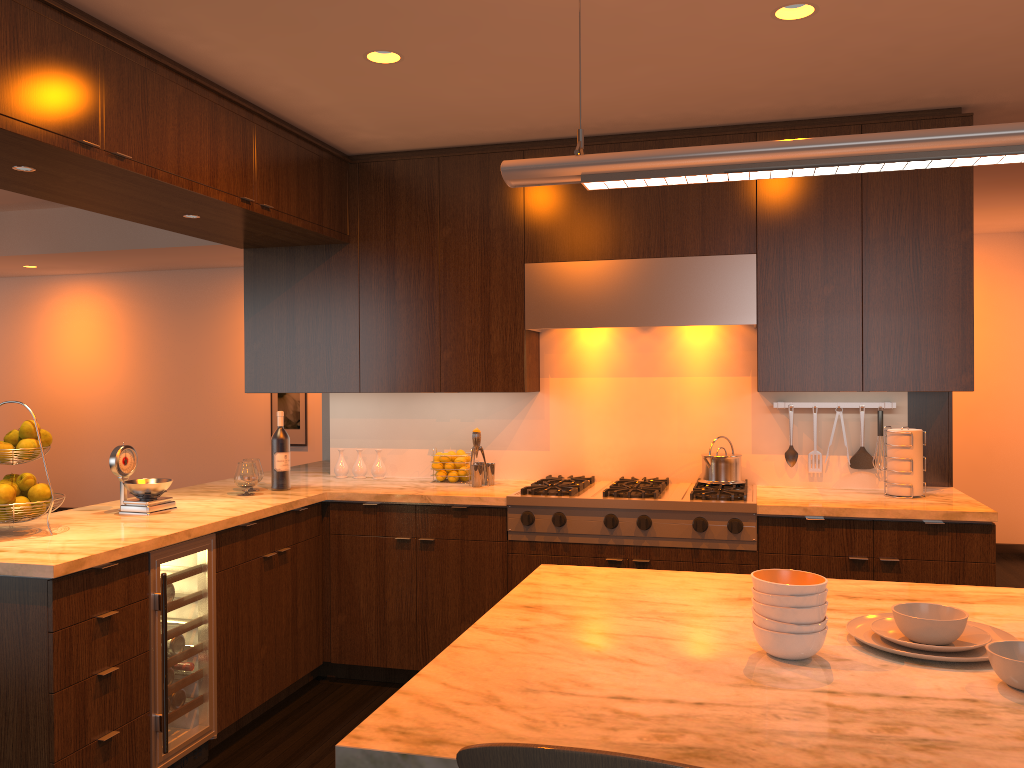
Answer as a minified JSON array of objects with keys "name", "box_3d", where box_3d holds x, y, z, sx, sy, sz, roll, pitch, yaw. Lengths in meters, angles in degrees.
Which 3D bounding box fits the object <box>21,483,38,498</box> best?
[{"name":"object","box_3d":[-1.684,0.372,3.106,0.070,0.072,0.071,-1,0,-21]}]

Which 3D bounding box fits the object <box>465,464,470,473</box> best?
[{"name":"object","box_3d":[-0.233,0.435,4.545,0.051,0.055,0.061,0,0,28]}]

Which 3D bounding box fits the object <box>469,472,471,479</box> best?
[{"name":"object","box_3d":[-0.219,0.470,4.602,0.053,0.052,0.062,0,0,-2]}]

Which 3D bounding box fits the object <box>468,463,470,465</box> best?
[{"name":"object","box_3d":[-0.246,0.420,4.603,0.053,0.054,0.061,0,0,4]}]

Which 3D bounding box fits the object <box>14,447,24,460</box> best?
[{"name":"object","box_3d":[-1.713,0.231,3.118,0.071,0.072,0.071,-1,0,-43]}]

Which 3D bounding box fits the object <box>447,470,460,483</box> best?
[{"name":"object","box_3d":[-0.297,0.470,4.498,0.064,0.063,0.074,-1,0,-21]}]

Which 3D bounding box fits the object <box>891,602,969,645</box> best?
[{"name":"object","box_3d":[0.819,0.475,1.740,0.139,0.059,0.138,0,0,41]}]

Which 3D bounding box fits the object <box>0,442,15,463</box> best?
[{"name":"object","box_3d":[-1.741,0.233,3.027,0.078,0.072,0.077,-1,0,-19]}]

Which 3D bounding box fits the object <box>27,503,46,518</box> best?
[{"name":"object","box_3d":[-1.658,0.428,3.074,0.078,0.075,0.078,0,0,-7]}]

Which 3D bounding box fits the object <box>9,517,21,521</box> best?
[{"name":"object","box_3d":[-1.728,0.445,3.081,0.062,0.062,0.062,-1,0,-31]}]

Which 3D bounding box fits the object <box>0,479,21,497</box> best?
[{"name":"object","box_3d":[-1.710,0.360,3.009,0.077,0.075,0.077,0,0,-11]}]

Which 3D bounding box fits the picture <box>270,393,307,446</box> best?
[{"name":"picture","box_3d":[-2.236,0.020,8.870,0.398,1.200,0.012,0,0,15]}]

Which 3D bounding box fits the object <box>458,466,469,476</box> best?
[{"name":"object","box_3d":[-0.245,0.443,4.477,0.052,0.054,0.061,0,0,25]}]

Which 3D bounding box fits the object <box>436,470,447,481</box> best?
[{"name":"object","box_3d":[-0.358,0.464,4.501,0.060,0.057,0.052,-1,0,-40]}]

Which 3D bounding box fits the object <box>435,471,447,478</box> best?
[{"name":"object","box_3d":[-0.365,0.470,4.558,0.061,0.053,0.053,0,0,1]}]

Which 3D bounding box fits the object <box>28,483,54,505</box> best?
[{"name":"object","box_3d":[-1.612,0.376,3.032,0.078,0.074,0.077,0,0,31]}]

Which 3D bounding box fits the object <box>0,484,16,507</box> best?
[{"name":"object","box_3d":[-1.688,0.370,2.945,0.068,0.077,0.079,0,0,-9]}]

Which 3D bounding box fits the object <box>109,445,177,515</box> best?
[{"name":"object","box_3d":[-1.483,0.381,3.575,0.231,0.266,0.191,0,0,18]}]

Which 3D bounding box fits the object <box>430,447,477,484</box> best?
[{"name":"object","box_3d":[-0.300,0.413,4.554,0.207,0.175,0.189,0,0,13]}]

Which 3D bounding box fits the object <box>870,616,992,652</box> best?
[{"name":"object","box_3d":[0.819,0.496,1.740,0.217,0.025,0.216,0,0,32]}]

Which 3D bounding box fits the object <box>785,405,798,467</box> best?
[{"name":"object","box_3d":[1.324,0.246,4.204,0.061,0.296,0.020,0,0,14]}]

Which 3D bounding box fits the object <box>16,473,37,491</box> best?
[{"name":"object","box_3d":[-1.660,0.335,3.032,0.062,0.063,0.060,0,0,23]}]

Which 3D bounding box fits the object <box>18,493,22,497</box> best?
[{"name":"object","box_3d":[-1.757,0.378,3.120,0.071,0.068,0.072,0,0,23]}]

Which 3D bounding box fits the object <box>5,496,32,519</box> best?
[{"name":"object","box_3d":[-1.666,0.417,2.994,0.078,0.076,0.078,0,0,3]}]

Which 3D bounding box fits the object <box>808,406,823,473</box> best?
[{"name":"object","box_3d":[1.428,0.261,4.179,0.066,0.314,0.004,0,0,15]}]

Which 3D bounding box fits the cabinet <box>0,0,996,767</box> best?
[{"name":"cabinet","box_3d":[0.717,-0.078,2.410,5.521,2.997,7.728,0,0,15]}]

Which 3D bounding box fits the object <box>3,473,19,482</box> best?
[{"name":"object","box_3d":[-1.728,0.336,3.072,0.063,0.059,0.061,-1,0,-41]}]

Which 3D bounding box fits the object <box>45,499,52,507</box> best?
[{"name":"object","box_3d":[-1.677,0.405,3.164,0.073,0.072,0.071,-1,0,-31]}]

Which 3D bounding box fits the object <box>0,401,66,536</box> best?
[{"name":"object","box_3d":[-1.728,0.288,3.070,0.324,0.461,0.324,-1,0,-26]}]

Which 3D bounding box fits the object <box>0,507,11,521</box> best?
[{"name":"object","box_3d":[-1.736,0.434,3.011,0.063,0.069,0.070,-1,0,-22]}]

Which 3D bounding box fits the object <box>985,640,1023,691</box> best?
[{"name":"object","box_3d":[0.877,0.482,1.496,0.139,0.059,0.138,0,0,41]}]

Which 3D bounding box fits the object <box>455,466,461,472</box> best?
[{"name":"object","box_3d":[-0.264,0.431,4.543,0.051,0.053,0.062,-1,0,-34]}]

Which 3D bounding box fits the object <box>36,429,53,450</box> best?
[{"name":"object","box_3d":[-1.657,0.195,3.122,0.070,0.074,0.071,0,0,37]}]

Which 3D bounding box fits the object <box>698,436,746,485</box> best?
[{"name":"object","box_3d":[0.989,0.353,4.188,0.221,0.218,0.221,0,0,0]}]

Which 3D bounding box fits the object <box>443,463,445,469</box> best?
[{"name":"object","box_3d":[-0.341,0.415,4.549,0.064,0.053,0.051,-1,0,-39]}]

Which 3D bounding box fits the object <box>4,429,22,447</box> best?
[{"name":"object","box_3d":[-1.731,0.189,3.082,0.062,0.063,0.061,0,0,40]}]

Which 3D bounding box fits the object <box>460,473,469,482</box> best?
[{"name":"object","box_3d":[-0.242,0.471,4.518,0.051,0.053,0.063,-1,0,-34]}]

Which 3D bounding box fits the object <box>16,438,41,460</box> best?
[{"name":"object","box_3d":[-1.666,0.223,3.057,0.077,0.077,0.078,0,0,32]}]

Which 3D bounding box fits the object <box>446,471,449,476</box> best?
[{"name":"object","box_3d":[-0.309,0.464,4.540,0.057,0.060,0.052,-1,0,-36]}]

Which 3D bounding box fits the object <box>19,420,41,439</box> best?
[{"name":"object","box_3d":[-1.671,0.160,3.072,0.068,0.072,0.071,-1,0,-28]}]
